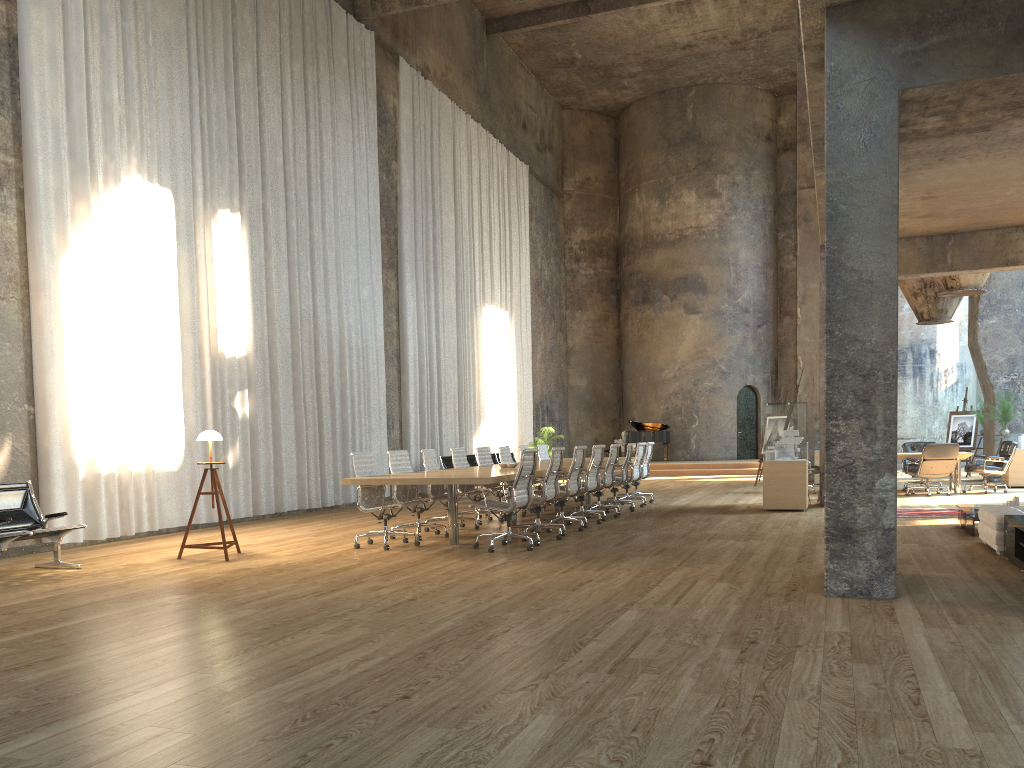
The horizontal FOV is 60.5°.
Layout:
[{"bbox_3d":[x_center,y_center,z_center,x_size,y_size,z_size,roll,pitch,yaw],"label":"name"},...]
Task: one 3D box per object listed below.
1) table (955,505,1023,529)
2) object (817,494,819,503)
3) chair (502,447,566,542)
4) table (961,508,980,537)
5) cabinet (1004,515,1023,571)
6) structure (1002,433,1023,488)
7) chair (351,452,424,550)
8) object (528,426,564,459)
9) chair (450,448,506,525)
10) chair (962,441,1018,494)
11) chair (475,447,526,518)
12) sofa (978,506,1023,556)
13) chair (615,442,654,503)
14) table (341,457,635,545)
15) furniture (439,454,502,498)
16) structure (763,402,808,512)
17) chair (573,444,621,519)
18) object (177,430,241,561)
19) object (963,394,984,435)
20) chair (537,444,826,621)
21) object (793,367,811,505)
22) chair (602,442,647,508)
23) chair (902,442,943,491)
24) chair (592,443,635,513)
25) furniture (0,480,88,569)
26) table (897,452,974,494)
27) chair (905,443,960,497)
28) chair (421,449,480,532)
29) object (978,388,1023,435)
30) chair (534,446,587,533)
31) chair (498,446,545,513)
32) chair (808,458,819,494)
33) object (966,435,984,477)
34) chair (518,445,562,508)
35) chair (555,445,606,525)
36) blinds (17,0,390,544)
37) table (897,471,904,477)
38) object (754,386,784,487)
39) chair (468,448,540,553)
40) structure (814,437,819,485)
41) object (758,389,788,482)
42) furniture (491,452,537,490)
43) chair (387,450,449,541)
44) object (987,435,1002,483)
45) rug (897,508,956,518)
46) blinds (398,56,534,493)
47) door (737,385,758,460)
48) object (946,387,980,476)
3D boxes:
[{"bbox_3d":[5.437,1.482,9.782,0.860,0.248,0.368,-3,-2,20],"label":"table"},{"bbox_3d":[5.218,1.250,14.152,0.571,1.305,0.654,0,3,20],"label":"object"},{"bbox_3d":[0.260,1.226,9.877,0.699,1.032,0.662,-1,2,24],"label":"chair"},{"bbox_3d":[5.310,1.484,9.438,0.791,0.203,1.106,-3,-4,20],"label":"table"},{"bbox_3d":[4.107,1.257,6.744,0.396,0.371,1.556,-1,-3,20],"label":"cabinet"},{"bbox_3d":[9.636,1.417,16.426,0.735,1.021,0.739,-1,1,20],"label":"structure"},{"bbox_3d":[-1.342,1.240,9.476,0.699,1.032,0.662,-1,2,26],"label":"chair"},{"bbox_3d":[0.921,1.880,23.669,1.092,1.466,1.123,-1,1,11],"label":"object"},{"bbox_3d":[-0.461,1.378,11.972,0.699,1.032,0.662,-1,2,26],"label":"chair"},{"bbox_3d":[8.231,1.436,15.213,0.821,0.898,0.726,-1,1,15],"label":"chair"},{"bbox_3d":[-0.153,1.423,12.795,0.699,1.032,0.662,-1,2,29],"label":"chair"},{"bbox_3d":[5.648,1.160,8.616,2.066,0.725,2.918,-2,-3,20],"label":"sofa"},{"bbox_3d":[2.076,1.502,14.897,0.699,1.032,0.662,-1,2,26],"label":"chair"},{"bbox_3d":[0.359,1.508,12.274,1.602,0.762,7.686,-2,-4,20],"label":"table"},{"bbox_3d":[-0.786,1.865,18.032,0.709,0.846,1.865,-1,-2,20],"label":"furniture"},{"bbox_3d":[3.989,1.059,12.797,0.594,1.557,0.738,0,3,20],"label":"structure"},{"bbox_3d":[1.193,1.364,12.401,0.699,1.032,0.662,-1,2,26],"label":"chair"},{"bbox_3d":[-2.951,1.106,8.753,0.656,1.306,0.569,-3,3,-36],"label":"object"},{"bbox_3d":[10.584,0.680,19.776,0.687,0.945,0.855,0,1,41],"label":"object"},{"bbox_3d":[3.444,1.439,14.340,12.962,1.037,31.390,-3,-4,20],"label":"chair"},{"bbox_3d":[4.272,0.832,13.620,0.685,2.160,0.696,0,3,19],"label":"object"},{"bbox_3d":[1.810,1.456,14.076,0.699,1.032,0.662,-1,2,29],"label":"chair"},{"bbox_3d":[7.579,1.520,16.267,0.730,0.898,0.817,-1,1,21],"label":"chair"},{"bbox_3d":[1.521,1.412,13.272,0.699,1.032,0.661,-1,2,20],"label":"chair"},{"bbox_3d":[-4.624,1.286,7.512,0.709,0.846,1.865,-1,-2,20],"label":"furniture"},{"bbox_3d":[6.837,1.599,15.740,2.412,0.704,1.100,-3,-2,20],"label":"table"},{"bbox_3d":[7.073,1.446,14.911,0.729,0.898,0.818,-2,1,-6],"label":"chair"},{"bbox_3d":[-0.773,1.330,11.096,0.699,1.032,0.661,-1,2,20],"label":"chair"},{"bbox_3d":[9.712,0.555,17.482,0.859,0.946,0.684,-1,1,23],"label":"object"},{"bbox_3d":[0.576,1.273,10.737,0.699,1.032,0.662,-1,2,26],"label":"chair"},{"bbox_3d":[0.156,1.469,13.637,0.699,1.032,0.662,-1,2,26],"label":"chair"},{"bbox_3d":[5.381,1.576,16.284,0.821,0.898,0.726,-1,1,17],"label":"chair"},{"bbox_3d":[10.652,1.630,19.800,0.659,0.978,0.567,-1,2,14],"label":"object"},{"bbox_3d":[0.472,1.517,14.496,0.699,1.032,0.662,-1,2,24],"label":"chair"},{"bbox_3d":[0.885,1.319,11.578,0.699,1.032,0.662,-1,2,29],"label":"chair"},{"bbox_3d":[-3.788,-2.361,12.974,0.275,8.697,7.791,0,1,21],"label":"blinds"},{"bbox_3d":[8.828,2.004,21.625,1.872,0.549,0.937,-3,-2,20],"label":"table"},{"bbox_3d":[5.598,1.114,18.531,0.681,2.160,0.699,-4,4,-38],"label":"object"},{"bbox_3d":[-0.071,1.177,8.991,0.699,1.032,0.662,-1,2,26],"label":"chair"},{"bbox_3d":[6.887,1.640,18.840,0.743,1.021,0.731,-1,1,20],"label":"structure"},{"bbox_3d":[6.154,1.216,20.335,0.698,2.160,0.683,-5,5,-44],"label":"object"},{"bbox_3d":[0.042,1.988,20.266,0.709,0.846,1.865,-1,-2,20],"label":"furniture"},{"bbox_3d":[-1.070,1.286,10.295,0.699,1.032,0.662,-1,2,29],"label":"chair"},{"bbox_3d":[9.855,1.498,17.421,0.656,0.978,0.569,-3,2,-34],"label":"object"},{"bbox_3d":[6.078,1.693,11.544,2.464,0.009,1.341,-3,-4,20],"label":"rug"},{"bbox_3d":[-0.792,-1.917,21.061,0.275,8.697,7.791,0,1,21],"label":"blinds"},{"bbox_3d":[7.255,1.195,27.258,0.901,2.311,0.091,-3,4,-21],"label":"door"},{"bbox_3d":[10.756,1.140,20.942,0.681,2.160,0.700,-4,4,-41],"label":"object"}]
